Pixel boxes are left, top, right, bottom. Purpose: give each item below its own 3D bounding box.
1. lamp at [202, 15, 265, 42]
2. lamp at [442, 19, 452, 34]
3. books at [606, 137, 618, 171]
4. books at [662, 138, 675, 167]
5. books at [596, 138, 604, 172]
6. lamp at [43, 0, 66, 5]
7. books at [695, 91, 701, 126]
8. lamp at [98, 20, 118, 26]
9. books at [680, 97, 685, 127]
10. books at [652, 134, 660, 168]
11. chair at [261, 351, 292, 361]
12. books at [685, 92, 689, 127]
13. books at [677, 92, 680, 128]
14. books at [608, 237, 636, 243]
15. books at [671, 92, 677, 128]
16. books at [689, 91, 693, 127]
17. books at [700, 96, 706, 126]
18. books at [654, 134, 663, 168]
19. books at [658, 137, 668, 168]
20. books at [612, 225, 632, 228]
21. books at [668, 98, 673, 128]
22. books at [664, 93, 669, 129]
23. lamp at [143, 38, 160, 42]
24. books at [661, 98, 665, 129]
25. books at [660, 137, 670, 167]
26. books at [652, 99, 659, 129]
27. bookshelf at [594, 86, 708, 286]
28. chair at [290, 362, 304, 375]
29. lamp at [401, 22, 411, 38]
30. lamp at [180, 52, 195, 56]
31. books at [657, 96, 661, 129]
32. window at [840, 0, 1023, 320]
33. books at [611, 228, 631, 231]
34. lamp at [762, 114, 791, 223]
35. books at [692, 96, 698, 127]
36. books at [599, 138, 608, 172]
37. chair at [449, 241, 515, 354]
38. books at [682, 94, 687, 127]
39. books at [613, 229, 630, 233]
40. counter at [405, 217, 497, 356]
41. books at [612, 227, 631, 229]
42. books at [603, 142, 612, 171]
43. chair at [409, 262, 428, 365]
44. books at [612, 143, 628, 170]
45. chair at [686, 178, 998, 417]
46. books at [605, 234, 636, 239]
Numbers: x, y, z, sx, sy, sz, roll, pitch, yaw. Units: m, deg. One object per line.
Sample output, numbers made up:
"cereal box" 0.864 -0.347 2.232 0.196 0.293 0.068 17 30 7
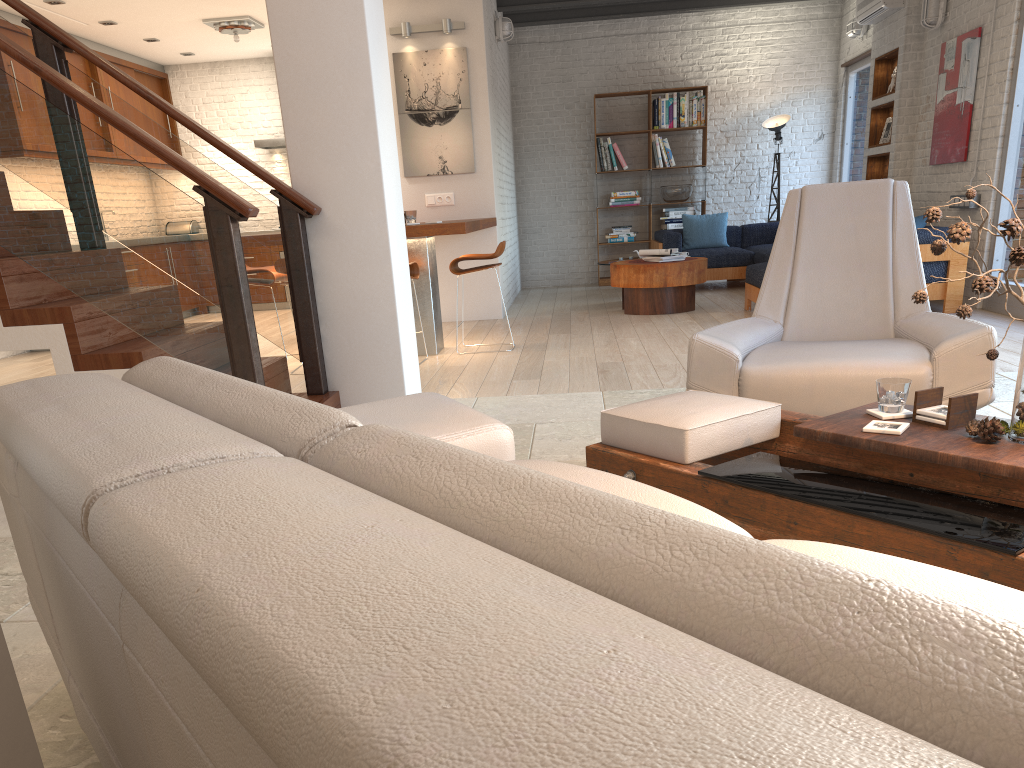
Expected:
"lamp" -2.658 -3.381 8.381 0.450 0.179 0.428 -3 13 5
"lamp" -0.559 -3.071 7.488 0.079 0.110 0.076 7 20 31
"books" 1.223 -2.805 10.665 0.121 0.401 0.231 -2 18 4
"books" 1.900 -2.812 10.617 0.158 0.346 0.241 -2 17 4
"books" 1.079 -2.800 10.681 0.091 0.404 0.231 -2 18 4
"lamp" -3.782 -3.174 7.197 0.124 0.058 0.117 -3 13 5
"books" 2.222 -3.282 10.430 0.036 0.403 0.231 -2 18 4
"lamp" -3.724 -3.344 8.026 0.124 0.058 0.117 -3 13 5
"books" 2.025 -3.242 10.442 0.055 0.346 0.241 -2 17 4
"books" 1.739 -2.833 10.639 0.101 0.403 0.231 -2 18 4
"chair" -1.910 -0.567 6.647 0.423 0.815 0.382 -2 18 5
"books" 2.093 -3.278 10.453 0.036 0.403 0.231 -2 18 4
"books" 1.978 -3.269 10.450 0.036 0.403 0.231 -2 18 4
"books" 1.390 -1.824 11.008 0.326 0.058 0.242 -1 12 14
"books" 1.941 -3.266 10.444 0.036 0.403 0.231 -2 18 4
"books" 2.129 -3.277 10.438 0.036 0.403 0.231 -2 18 4
"books" 2.274 -3.260 10.451 0.055 0.346 0.241 -2 17 4
"books" 1.775 -2.830 10.614 0.103 0.403 0.231 -2 18 4
"books" 1.830 -2.818 10.625 0.125 0.366 0.257 -2 17 4
"books" 1.378 -1.976 10.962 0.252 0.018 0.154 -3 11 5
"books" 1.897 -3.240 10.477 0.055 0.346 0.241 -2 17 4
"books" 1.847 -3.262 10.457 0.036 0.403 0.231 -2 18 4
"lamp" -3.665 -3.514 8.854 0.124 0.058 0.117 -3 13 5
"books" 1.802 -3.232 10.467 0.055 0.346 0.241 -2 17 4
"books" 1.852 -2.821 10.631 0.125 0.366 0.257 -2 17 4
"books" 1.726 -3.232 10.491 0.055 0.346 0.241 -2 17 4
"bookshelf" 1.704 -2.390 10.769 1.319 2.315 0.345 -2 20 5
"chair" -1.389 -0.492 6.100 0.405 0.815 0.399 -2 18 5
"lamp" -0.913 -3.054 7.518 0.079 0.110 0.076 7 20 31
"lamp" -3.607 -3.683 9.682 0.124 0.058 0.117 -3 13 5
"books" 1.764 -3.247 10.482 0.021 0.377 0.257 -2 17 4
"window" 3.702 -3.411 4.076 0.648 6.724 11.722 -2 14 4
"books" 1.372 -1.954 10.991 0.236 0.020 0.162 -4 11 -2
"lamp" 3.319 -2.227 10.374 0.500 1.940 0.832 -12 20 -22
"books" 2.176 -3.251 10.439 0.055 0.346 0.241 -2 17 4
"books" 1.117 -2.804 10.685 0.091 0.404 0.231 -2 18 4
"chair" -0.213 -0.651 6.504 0.423 0.815 0.382 -2 18 5
"books" 2.064 -3.260 10.448 0.021 0.377 0.257 -2 17 4
"books" 1.379 -1.927 10.993 0.206 0.035 0.126 -3 12 5
"counter" -1.038 -0.809 7.164 1.687 0.967 2.373 -3 13 5
"books" 1.377 -1.966 10.979 0.243 0.009 0.148 -3 11 5
"books" 1.171 -2.785 10.707 0.102 0.351 0.241 -2 17 4
"chair" -0.853 -0.518 6.055 0.405 0.815 0.399 -2 18 5
"books" 1.318 -2.784 10.690 0.195 0.335 0.241 -2 17 5
"chair" 1.241 -0.230 3.322 1.024 1.069 0.925 2 17 20
"books" 1.367 -1.870 11.001 0.380 0.038 0.232 -3 12 5
